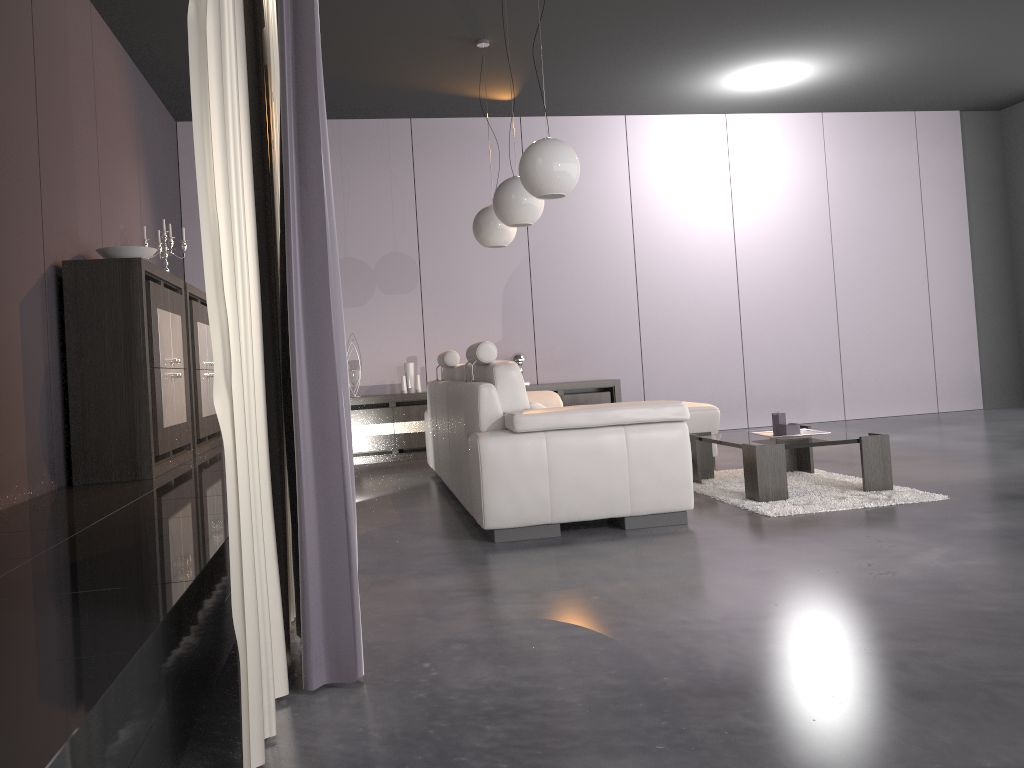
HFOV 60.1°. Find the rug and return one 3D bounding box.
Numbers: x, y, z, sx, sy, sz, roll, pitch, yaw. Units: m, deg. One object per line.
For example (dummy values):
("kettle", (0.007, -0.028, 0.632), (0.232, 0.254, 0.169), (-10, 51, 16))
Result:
("rug", (1.428, 0.539, 4.676), (0.917, 0.023, 1.525), (-4, 1, -10))

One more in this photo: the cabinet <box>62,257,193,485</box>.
("cabinet", (-2.011, -0.073, 4.786), (0.412, 1.076, 1.071), (-3, 0, -10))

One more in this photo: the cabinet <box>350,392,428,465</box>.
("cabinet", (-1.014, 0.367, 7.557), (1.072, 0.556, 0.377), (-4, -1, -10))

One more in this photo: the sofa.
("sofa", (0.515, 0.165, 5.230), (1.869, 0.859, 2.859), (-4, 1, -10))

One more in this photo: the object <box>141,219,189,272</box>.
("object", (-2.232, -0.840, 5.706), (0.229, 0.446, 0.229), (-4, -1, 7))

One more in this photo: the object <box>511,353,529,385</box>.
("object", (0.064, -0.133, 7.794), (0.140, 0.284, 0.140), (-3, -1, -10))

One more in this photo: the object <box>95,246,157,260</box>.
("object", (-2.083, -0.666, 4.797), (0.308, 0.117, 0.309), (-3, 1, 24))

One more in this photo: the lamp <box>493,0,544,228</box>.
("lamp", (0.002, -1.647, 5.274), (0.306, 1.417, 0.306), (-3, -2, -7))

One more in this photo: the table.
("table", (1.425, 0.401, 4.695), (0.701, 0.271, 0.904), (-4, 1, -10))

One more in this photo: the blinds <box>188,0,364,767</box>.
("blinds", (-0.603, -0.780, 2.382), (0.249, 3.000, 3.285), (-3, 0, -10))

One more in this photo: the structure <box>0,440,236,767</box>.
("structure", (-1.327, 0.616, 2.652), (1.001, 0.301, 8.763), (-4, 1, -10))

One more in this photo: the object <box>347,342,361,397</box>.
("object", (-1.347, -0.122, 7.515), (0.123, 0.466, 0.108), (-3, -2, -9))

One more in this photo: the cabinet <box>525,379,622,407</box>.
("cabinet", (0.408, 0.271, 7.811), (1.072, 0.556, 0.377), (-4, -1, -10))

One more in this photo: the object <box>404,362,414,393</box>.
("object", (-0.884, -0.053, 7.669), (0.089, 0.264, 0.089), (-5, -2, 41))

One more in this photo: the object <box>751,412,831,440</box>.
("object", (1.435, 0.208, 4.588), (0.304, 0.137, 0.304), (-4, 1, -5))

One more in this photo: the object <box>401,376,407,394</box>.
("object", (-0.925, 0.007, 7.571), (0.051, 0.152, 0.051), (-3, -2, -31))

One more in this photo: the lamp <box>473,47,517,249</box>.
("lamp", (-0.156, -1.655, 6.150), (0.306, 1.417, 0.306), (-3, -2, -7))

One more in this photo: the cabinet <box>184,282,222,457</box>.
("cabinet", (-2.213, -0.084, 5.933), (0.412, 1.076, 1.071), (-3, 0, -10))

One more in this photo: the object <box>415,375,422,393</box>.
("object", (-0.805, -0.001, 7.592), (0.051, 0.152, 0.051), (-3, -2, -31))

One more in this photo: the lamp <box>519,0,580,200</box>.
("lamp", (0.150, -1.639, 4.433), (0.307, 1.417, 0.306), (-2, -2, -42))
